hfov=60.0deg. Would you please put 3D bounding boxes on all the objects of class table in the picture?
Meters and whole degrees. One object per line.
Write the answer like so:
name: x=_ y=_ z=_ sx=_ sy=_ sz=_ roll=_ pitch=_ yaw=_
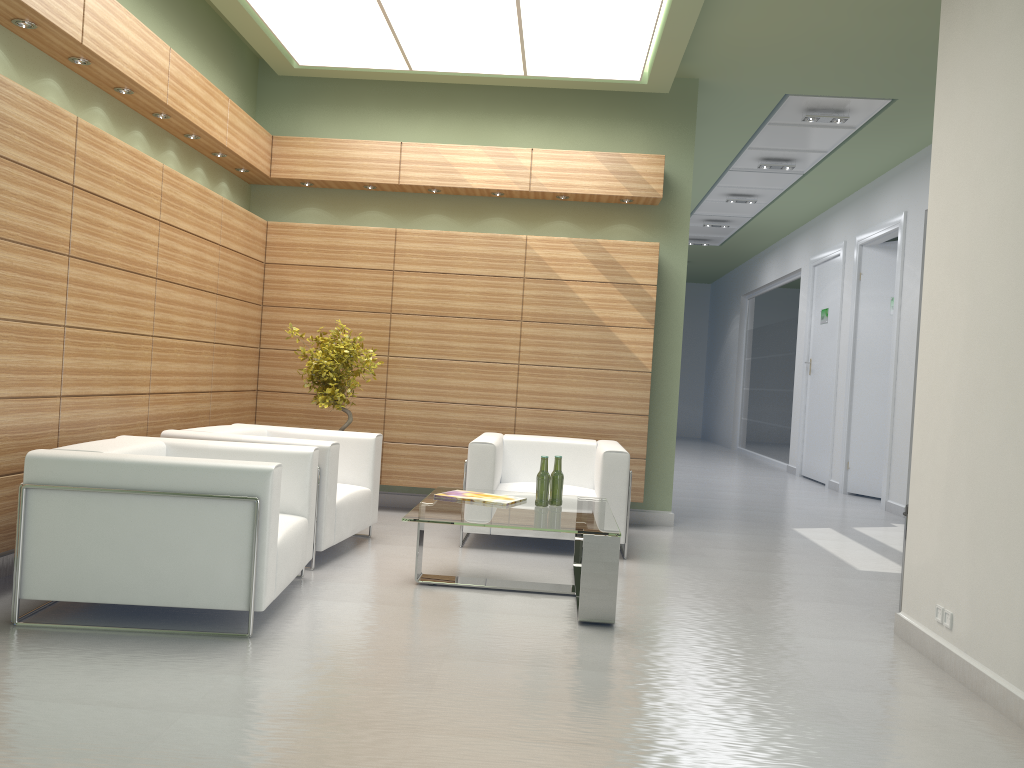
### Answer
table: x=0.021 y=1.511 z=8.244 sx=1.783 sy=0.742 sz=2.197 roll=4 pitch=0 yaw=3

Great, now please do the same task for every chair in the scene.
chair: x=-2.631 y=1.131 z=7.177 sx=1.802 sy=1.234 sz=1.894 roll=4 pitch=0 yaw=-2
chair: x=-2.496 y=1.126 z=9.498 sx=1.769 sy=1.234 sz=1.894 roll=4 pitch=0 yaw=8
chair: x=0.423 y=1.301 z=10.793 sx=1.894 sy=1.234 sz=1.802 roll=4 pitch=0 yaw=3

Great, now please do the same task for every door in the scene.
door: x=7.551 y=-0.277 z=17.305 sx=0.134 sy=5.083 sz=2.089 roll=3 pitch=0 yaw=-27
door: x=7.131 y=-0.322 z=20.536 sx=0.250 sy=5.083 sz=2.089 roll=4 pitch=0 yaw=3

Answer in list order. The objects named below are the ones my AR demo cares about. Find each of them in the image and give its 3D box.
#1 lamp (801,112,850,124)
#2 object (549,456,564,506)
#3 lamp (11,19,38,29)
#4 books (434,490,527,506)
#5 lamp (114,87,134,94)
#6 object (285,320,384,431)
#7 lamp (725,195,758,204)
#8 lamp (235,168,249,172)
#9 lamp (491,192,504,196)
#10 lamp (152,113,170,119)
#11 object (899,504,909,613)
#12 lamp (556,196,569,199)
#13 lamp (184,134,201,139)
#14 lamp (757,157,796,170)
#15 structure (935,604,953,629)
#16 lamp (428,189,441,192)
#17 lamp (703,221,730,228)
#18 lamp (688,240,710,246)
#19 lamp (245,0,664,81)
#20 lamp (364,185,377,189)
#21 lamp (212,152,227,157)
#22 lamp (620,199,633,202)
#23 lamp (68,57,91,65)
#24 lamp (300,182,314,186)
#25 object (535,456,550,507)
lamp: x=4.847 y=-4.149 z=13.722 sx=0.657 sy=0.159 sz=0.286 roll=4 pitch=0 yaw=3
object: x=0.429 y=0.924 z=8.473 sx=0.131 sy=0.475 sz=0.131 roll=3 pitch=0 yaw=-32
lamp: x=-3.854 y=-2.873 z=7.014 sx=0.181 sy=0.074 sz=0.181 roll=4 pitch=0 yaw=-14
books: x=-0.303 y=1.102 z=8.611 sx=0.762 sy=0.025 sz=0.508 roll=4 pitch=0 yaw=23
lamp: x=-3.772 y=-2.877 z=8.627 sx=0.181 sy=0.074 sz=0.181 roll=3 pitch=0 yaw=-25
object: x=-2.329 y=0.451 z=11.124 sx=1.201 sy=2.565 sz=1.116 roll=3 pitch=0 yaw=-29
lamp: x=5.164 y=-4.165 z=19.954 sx=0.657 sy=0.159 sz=0.286 roll=4 pitch=0 yaw=3
lamp: x=-3.608 y=-2.885 z=11.864 sx=0.181 sy=0.074 sz=0.181 roll=4 pitch=0 yaw=-14
lamp: x=-0.196 y=-2.675 z=12.358 sx=0.181 sy=0.074 sz=0.181 roll=4 pitch=0 yaw=-3
lamp: x=-3.731 y=-2.879 z=9.440 sx=0.181 sy=0.074 sz=0.181 roll=4 pitch=0 yaw=-14
object: x=3.740 y=1.621 z=7.953 sx=0.483 sy=1.027 sz=0.482 roll=3 pitch=0 yaw=-26
lamp: x=0.705 y=-2.618 z=12.313 sx=0.181 sy=0.074 sz=0.181 roll=3 pitch=0 yaw=-36
lamp: x=-3.690 y=-2.881 z=10.237 sx=0.181 sy=0.074 sz=0.181 roll=4 pitch=0 yaw=-14
lamp: x=5.002 y=-4.157 z=16.770 sx=0.657 sy=0.159 sz=0.286 roll=4 pitch=0 yaw=3
structure: x=3.235 y=1.740 z=6.643 sx=0.017 sy=0.118 sz=0.262 roll=4 pitch=0 yaw=3
lamp: x=-1.084 y=-2.730 z=12.403 sx=0.181 sy=0.074 sz=0.181 roll=3 pitch=0 yaw=-36
lamp: x=5.323 y=-4.173 z=23.084 sx=0.657 sy=0.159 sz=0.286 roll=4 pitch=0 yaw=3
lamp: x=5.478 y=-4.181 z=26.128 sx=0.657 sy=0.159 sz=0.286 roll=4 pitch=0 yaw=3
lamp: x=-0.699 y=-4.278 z=9.248 sx=4.571 sy=0.325 sz=5.060 roll=4 pitch=0 yaw=3
lamp: x=-1.991 y=-2.787 z=12.449 sx=0.181 sy=0.074 sz=0.181 roll=4 pitch=0 yaw=-3
lamp: x=-3.649 y=-2.883 z=11.057 sx=0.181 sy=0.074 sz=0.181 roll=3 pitch=0 yaw=-25
lamp: x=1.587 y=-2.562 z=12.268 sx=0.181 sy=0.074 sz=0.181 roll=4 pitch=0 yaw=-3
lamp: x=-3.813 y=-2.875 z=7.826 sx=0.181 sy=0.074 sz=0.181 roll=4 pitch=0 yaw=-14
lamp: x=-2.886 y=-2.844 z=12.495 sx=0.181 sy=0.074 sz=0.181 roll=4 pitch=0 yaw=-3
object: x=0.294 y=0.916 z=8.358 sx=0.131 sy=0.475 sz=0.131 roll=3 pitch=0 yaw=-32
